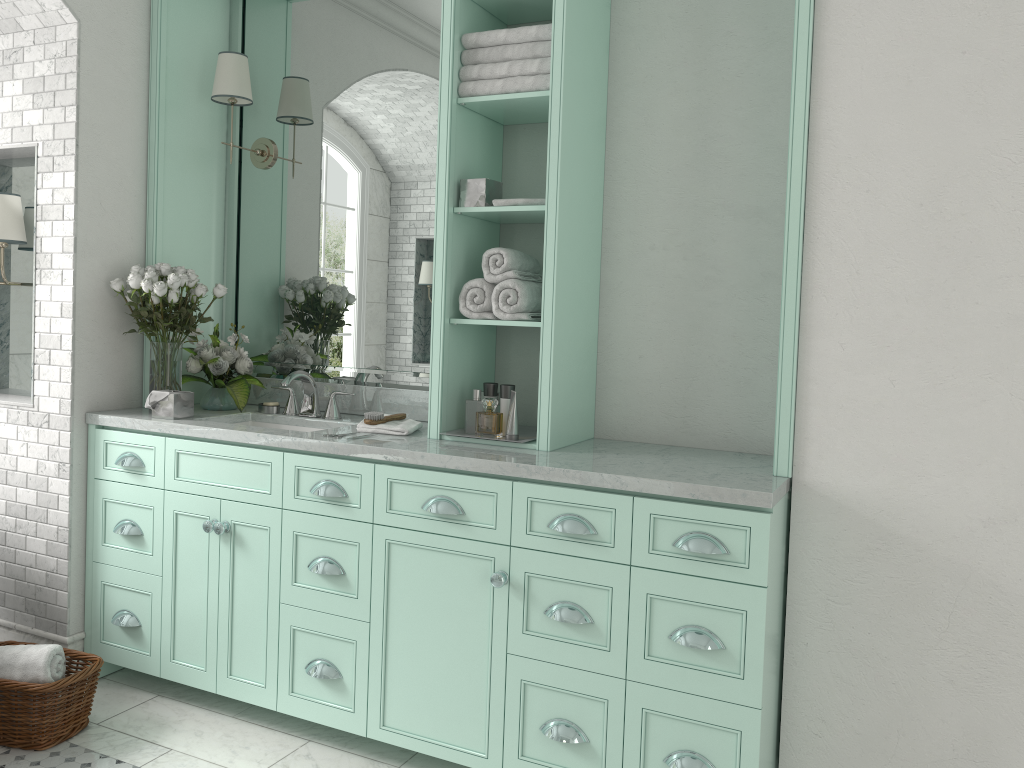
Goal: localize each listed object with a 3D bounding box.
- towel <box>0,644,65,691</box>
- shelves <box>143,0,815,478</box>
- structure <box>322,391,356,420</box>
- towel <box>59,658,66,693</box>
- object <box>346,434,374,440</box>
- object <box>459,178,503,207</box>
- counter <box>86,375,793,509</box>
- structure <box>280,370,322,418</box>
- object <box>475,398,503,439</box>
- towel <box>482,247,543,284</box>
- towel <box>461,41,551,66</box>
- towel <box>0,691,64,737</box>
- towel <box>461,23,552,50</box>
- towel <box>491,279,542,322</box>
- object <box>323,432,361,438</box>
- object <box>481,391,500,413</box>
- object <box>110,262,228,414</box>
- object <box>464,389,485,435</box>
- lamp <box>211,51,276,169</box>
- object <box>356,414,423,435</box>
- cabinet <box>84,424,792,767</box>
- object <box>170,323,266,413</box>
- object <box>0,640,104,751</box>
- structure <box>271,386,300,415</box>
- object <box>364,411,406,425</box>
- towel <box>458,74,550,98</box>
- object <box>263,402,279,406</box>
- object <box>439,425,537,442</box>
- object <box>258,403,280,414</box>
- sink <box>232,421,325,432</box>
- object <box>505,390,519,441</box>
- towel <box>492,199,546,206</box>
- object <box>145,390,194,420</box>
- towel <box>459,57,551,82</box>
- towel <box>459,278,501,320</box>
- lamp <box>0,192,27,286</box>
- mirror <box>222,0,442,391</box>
[{"bbox_3d":[-1.791,1.051,3.232,0.321,0.211,0.149,3,3,8],"label":"towel"},{"bbox_3d":[-0.257,-0.872,3.534,2.811,2.120,0.465,4,3,26],"label":"shelves"},{"bbox_3d":[-0.740,0.090,3.823,0.157,0.121,0.083,3,3,10],"label":"structure"},{"bbox_3d":[-1.849,1.086,3.363,0.313,0.185,0.165,2,3,-4],"label":"towel"},{"bbox_3d":[-0.558,0.195,3.283,0.020,0.005,0.167,5,5,30],"label":"object"},{"bbox_3d":[-0.116,-0.711,3.335,0.118,0.105,0.122,4,4,31],"label":"object"},{"bbox_3d":[-0.346,0.146,3.473,2.809,0.181,0.825,4,5,26],"label":"counter"},{"bbox_3d":[-0.897,0.044,3.797,0.103,0.204,0.235,3,3,15],"label":"structure"},{"bbox_3d":[-0.084,0.124,3.273,0.093,0.147,0.063,4,3,31],"label":"object"},{"bbox_3d":[0.009,-0.444,3.376,0.169,0.142,0.299,4,4,26],"label":"towel"},{"bbox_3d":[0.091,-1.220,3.437,0.400,0.068,0.495,4,5,26],"label":"towel"},{"bbox_3d":[-1.798,1.199,3.259,0.311,0.163,0.153,3,3,16],"label":"towel"},{"bbox_3d":[0.090,-1.278,3.424,0.401,0.062,0.495,4,5,26],"label":"towel"},{"bbox_3d":[0.052,-0.314,3.339,0.160,0.159,0.304,4,4,26],"label":"towel"},{"bbox_3d":[-0.643,0.189,3.332,0.075,0.007,0.176,3,5,18],"label":"object"},{"bbox_3d":[-0.085,0.107,3.453,0.093,0.151,0.035,4,3,29],"label":"object"},{"bbox_3d":[-1.485,-0.194,3.809,0.356,0.652,0.391,4,3,37],"label":"object"},{"bbox_3d":[-0.134,0.105,3.344,0.093,0.169,0.035,3,2,26],"label":"object"},{"bbox_3d":[-1.240,-1.243,4.062,0.183,0.487,0.309,3,3,25],"label":"lamp"},{"bbox_3d":[-0.494,0.161,3.519,0.317,0.056,0.239,4,5,22],"label":"object"},{"bbox_3d":[-0.377,0.780,3.477,2.800,1.096,0.864,4,4,26],"label":"cabinet"},{"bbox_3d":[-1.317,-0.080,4.019,0.453,0.402,0.394,4,4,27],"label":"object"},{"bbox_3d":[-1.830,1.163,3.316,0.550,0.260,0.346,3,4,16],"label":"object"},{"bbox_3d":[-1.009,0.072,3.931,0.157,0.121,0.083,3,3,10],"label":"structure"},{"bbox_3d":[-0.499,0.130,3.539,0.068,0.044,0.228,5,5,35],"label":"object"},{"bbox_3d":[0.080,-1.096,3.424,0.400,0.068,0.494,4,5,26],"label":"towel"},{"bbox_3d":[-1.076,0.090,3.956,0.051,0.022,0.077,-2,6,-43],"label":"object"},{"bbox_3d":[-0.023,0.187,3.398,0.350,0.008,0.439,4,5,26],"label":"object"},{"bbox_3d":[-1.089,0.109,3.971,0.134,0.035,0.080,6,6,44],"label":"object"},{"bbox_3d":[-0.975,0.224,3.676,0.603,0.079,0.347,4,5,26],"label":"sink"},{"bbox_3d":[0.003,0.114,3.228,0.050,0.179,0.050,3,3,28],"label":"object"},{"bbox_3d":[0.094,-0.669,3.323,0.239,0.056,0.317,4,5,22],"label":"towel"},{"bbox_3d":[-1.418,0.083,3.659,0.136,0.112,0.147,3,4,21],"label":"object"},{"bbox_3d":[0.084,-1.157,3.428,0.400,0.068,0.494,4,5,26],"label":"towel"},{"bbox_3d":[-0.072,-0.324,3.401,0.153,0.162,0.311,4,4,26],"label":"towel"},{"bbox_3d":[-2.304,-0.632,3.908,0.548,0.383,0.309,4,3,26],"label":"lamp"},{"bbox_3d":[-0.738,-0.966,3.985,1.437,1.930,0.015,3,2,26],"label":"mirror"}]
